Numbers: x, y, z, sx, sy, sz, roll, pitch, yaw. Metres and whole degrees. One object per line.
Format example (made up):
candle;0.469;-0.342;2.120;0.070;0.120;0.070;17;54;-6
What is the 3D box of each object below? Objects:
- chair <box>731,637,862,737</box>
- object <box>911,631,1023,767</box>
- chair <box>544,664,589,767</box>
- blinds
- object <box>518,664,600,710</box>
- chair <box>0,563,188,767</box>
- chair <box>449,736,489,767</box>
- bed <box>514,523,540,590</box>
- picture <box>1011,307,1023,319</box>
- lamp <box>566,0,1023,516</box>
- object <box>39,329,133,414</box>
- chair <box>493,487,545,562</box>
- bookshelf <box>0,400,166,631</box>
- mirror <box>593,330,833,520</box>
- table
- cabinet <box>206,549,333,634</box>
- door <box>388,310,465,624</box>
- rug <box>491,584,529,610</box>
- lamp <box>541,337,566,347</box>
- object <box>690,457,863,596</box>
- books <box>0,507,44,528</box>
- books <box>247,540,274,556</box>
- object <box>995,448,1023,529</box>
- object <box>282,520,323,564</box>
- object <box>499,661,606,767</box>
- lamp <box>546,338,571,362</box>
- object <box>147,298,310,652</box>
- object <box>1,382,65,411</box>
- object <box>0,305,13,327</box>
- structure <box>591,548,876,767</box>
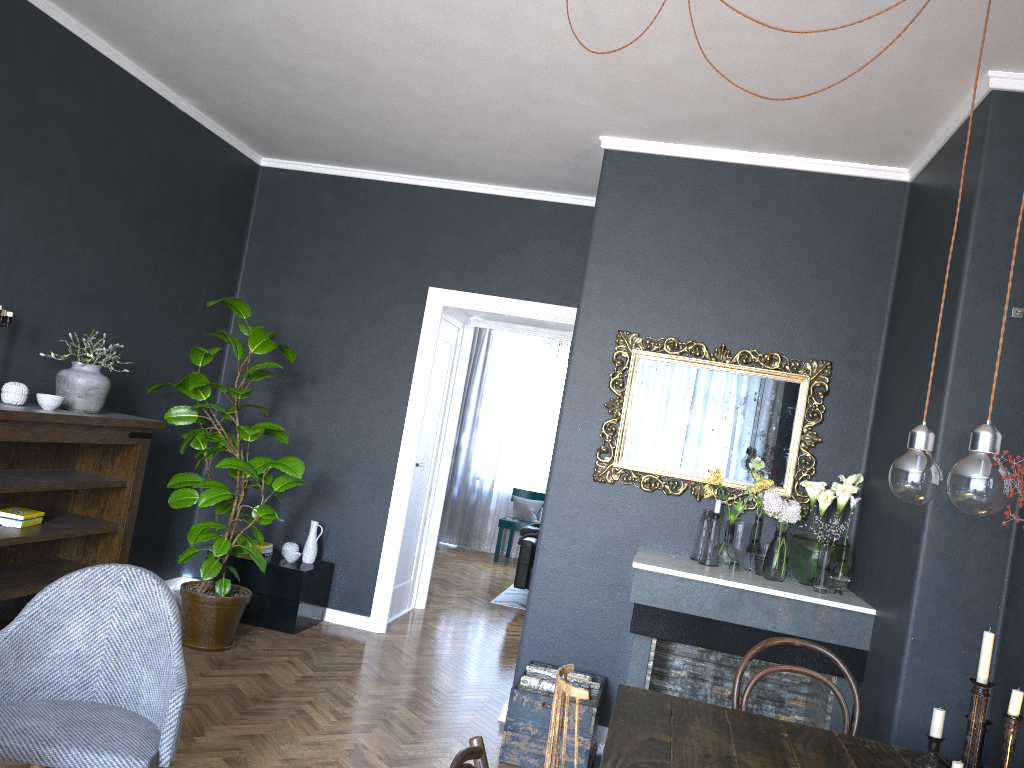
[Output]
chair;0.836;1.277;2.664;0.437;0.920;0.550;9;-2;13
object;1.213;0.844;2.323;0.223;0.419;0.368;9;-3;12
chair;0.218;1.185;2.244;0.384;0.856;0.456;10;-2;-4
blinds;0.886;0.731;10.229;3.990;2.787;0.313;9;-2;11
object;0.218;1.469;4.107;0.369;0.246;0.533;9;-3;11
chair;-1.275;0.959;2.554;0.645;0.810;0.495;10;-2;-11
chair;0.046;1.136;1.612;0.466;0.819;0.363;9;-2;10
bed;1.305;1.529;8.192;2.374;1.161;2.268;9;-3;11
picture;1.322;-0.075;0.936;0.058;0.770;4.462;9;-3;11
lamp;0.449;-0.597;2.192;1.589;1.573;0.584;8;-3;42
object;-2.082;-0.072;4.319;0.386;0.412;0.275;10;-2;-11
chair;0.103;1.593;9.892;0.435;0.798;0.593;9;-2;11
bookshelf;-2.318;0.662;3.770;0.450;1.171;1.921;9;-3;11
mirror;0.973;0.188;4.350;1.056;0.784;0.067;9;-2;11
table;0.670;1.304;1.834;1.125;0.727;1.606;9;-3;11
cabinet;-1.553;1.289;5.613;0.650;0.390;0.457;9;-3;11
door;-0.655;0.566;6.300;0.162;2.185;0.858;9;-2;11
rug;0.702;2.016;8.235;1.457;0.013;2.047;9;-3;11
lamp;0.445;-0.715;8.309;0.210;0.713;0.210;9;-2;24
object;1.219;0.621;4.065;0.726;0.546;0.475;9;-3;14
books;-2.280;0.650;4.128;0.174;0.113;0.197;10;-3;0
books;-1.646;1.045;5.680;0.214;0.066;0.162;10;-3;6
object;1.210;0.542;1.561;0.639;0.930;0.556;11;-2;-19
object;-1.365;0.988;5.633;0.228;0.268;0.229;7;-3;44
object;0.201;1.543;4.104;0.383;0.326;0.553;9;-3;11
lamp;0.508;-0.632;8.689;0.210;0.804;0.210;9;-2;24
object;-1.615;0.483;4.944;1.118;1.898;0.764;10;-2;5
object;-2.149;0.055;3.980;0.256;0.103;0.118;11;-3;-24
object;-2.291;-0.146;3.862;0.130;0.437;0.145;12;-3;-43
structure;0.950;1.342;3.901;1.065;0.980;0.835;9;-3;11
